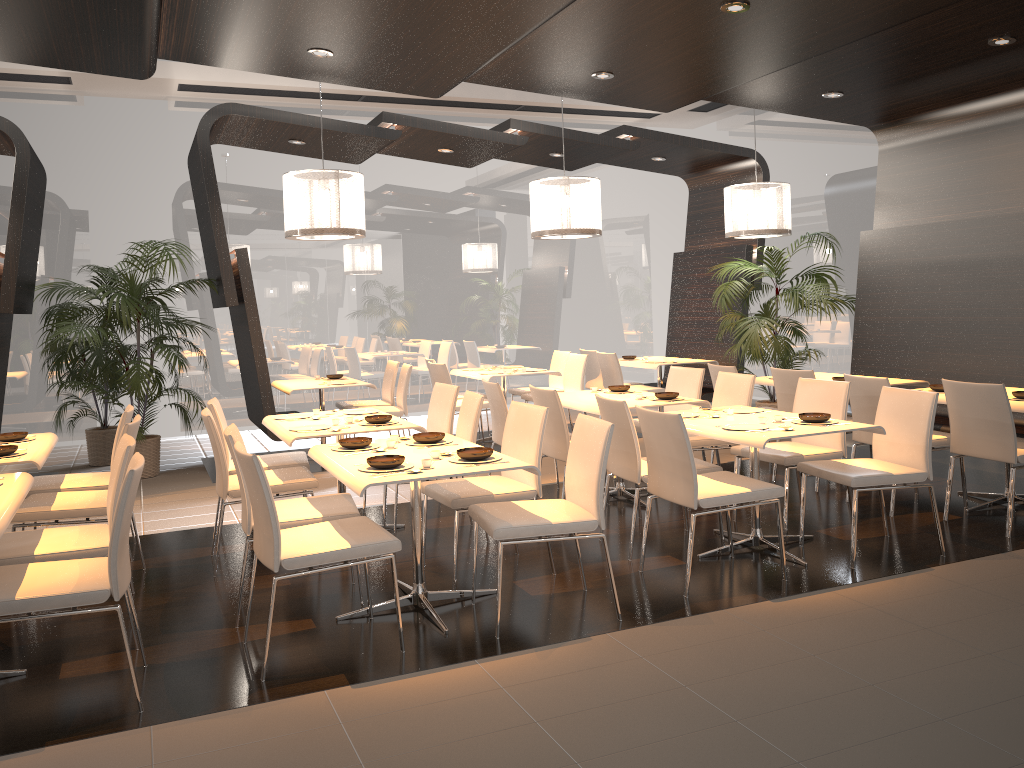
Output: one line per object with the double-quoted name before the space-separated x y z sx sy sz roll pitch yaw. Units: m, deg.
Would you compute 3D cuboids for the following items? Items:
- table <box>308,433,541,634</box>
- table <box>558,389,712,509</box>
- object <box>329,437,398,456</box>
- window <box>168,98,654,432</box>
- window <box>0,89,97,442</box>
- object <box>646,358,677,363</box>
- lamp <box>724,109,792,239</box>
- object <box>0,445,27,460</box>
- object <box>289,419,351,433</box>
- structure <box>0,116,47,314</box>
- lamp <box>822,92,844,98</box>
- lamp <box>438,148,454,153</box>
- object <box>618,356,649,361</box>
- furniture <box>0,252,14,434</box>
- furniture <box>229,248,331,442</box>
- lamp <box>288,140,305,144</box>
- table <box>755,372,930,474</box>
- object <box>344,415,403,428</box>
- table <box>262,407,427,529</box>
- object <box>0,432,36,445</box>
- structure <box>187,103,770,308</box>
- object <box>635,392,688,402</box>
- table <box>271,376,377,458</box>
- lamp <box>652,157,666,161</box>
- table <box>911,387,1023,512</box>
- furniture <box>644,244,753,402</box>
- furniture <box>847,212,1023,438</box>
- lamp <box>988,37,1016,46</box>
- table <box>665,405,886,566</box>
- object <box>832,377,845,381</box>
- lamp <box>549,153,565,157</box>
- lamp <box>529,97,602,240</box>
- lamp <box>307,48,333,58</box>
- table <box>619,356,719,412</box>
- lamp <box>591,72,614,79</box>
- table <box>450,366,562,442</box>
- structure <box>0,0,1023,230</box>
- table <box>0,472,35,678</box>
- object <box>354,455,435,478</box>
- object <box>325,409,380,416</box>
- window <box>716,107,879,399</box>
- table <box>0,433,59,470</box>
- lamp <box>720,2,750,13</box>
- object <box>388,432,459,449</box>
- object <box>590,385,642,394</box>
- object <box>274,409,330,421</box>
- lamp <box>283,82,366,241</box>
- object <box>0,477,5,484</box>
"table" -0.449 0.693 4.186 0.801 0.724 1.149 -3 4 -23
"table" 0.885 0.447 6.383 1.054 0.724 1.149 -4 4 -23
"object" -0.742 0.299 4.404 0.304 0.044 0.365 -4 6 -24
"window" -0.925 -1.590 11.318 6.588 3.975 0.070 -4 1 -23
"window" -7.542 -1.106 8.490 6.588 3.975 0.070 -4 1 -23
"object" 1.628 -0.254 9.609 0.335 0.038 0.377 -5 6 -29
"lamp" 2.378 -2.404 8.645 0.626 1.928 0.628 -2 1 9
"object" -2.676 0.350 4.567 0.304 0.044 0.365 -4 6 -24
"object" -1.122 0.245 5.170 0.335 0.038 0.377 -5 6 -29
"structure" -6.738 -1.266 6.369 5.941 1.725 1.404 -4 3 -23
"lamp" 2.586 -2.344 7.126 0.161 0.050 0.162 -3 5 -17
"lamp" -0.672 -2.382 8.972 0.161 0.056 0.162 -5 5 -29
"object" 1.390 -0.301 10.180 0.304 0.044 0.365 -4 6 -24
"furniture" -4.549 -0.225 7.302 0.758 1.673 1.404 -3 3 -23
"furniture" -2.244 -0.394 8.288 0.758 1.673 1.404 -3 3 -23
"lamp" -2.041 -2.309 8.387 0.160 0.054 0.161 -3 5 -17
"table" 2.612 0.323 7.105 0.801 0.724 1.149 -3 4 -23
"object" -0.842 0.217 5.337 0.304 0.044 0.365 -4 6 -24
"table" -1.070 0.591 5.544 0.801 0.724 1.149 -3 4 -23
"object" -2.920 0.309 5.107 0.304 0.044 0.365 -4 6 -24
"structure" -0.157 -1.747 9.182 5.941 1.725 1.404 -4 3 -23
"object" 1.026 0.085 6.087 0.304 0.044 0.365 -4 6 -24
"table" -1.820 0.347 8.498 0.801 0.724 1.149 -3 4 -23
"lamp" 1.654 -2.552 9.966 0.161 0.056 0.162 -5 5 -29
"table" 3.230 0.425 5.747 0.801 0.724 1.149 -3 4 -23
"furniture" 2.032 -0.706 10.115 0.758 1.673 1.404 -3 3 -23
"furniture" 3.544 -0.446 6.695 0.758 1.671 2.907 -3 4 -23
"lamp" 3.180 -2.238 5.738 0.161 0.050 0.162 -3 5 -17
"table" 1.365 0.561 4.961 0.801 0.724 1.149 -3 4 -23
"object" 2.574 -0.028 6.750 0.304 0.044 0.365 -4 6 -24
"lamp" 0.482 -2.466 9.465 0.161 0.056 0.162 -5 5 -29
"lamp" 0.451 -2.263 7.821 0.626 1.928 0.628 -2 1 5
"lamp" -1.196 -2.077 5.510 0.160 0.050 0.160 -5 5 -29
"table" 1.671 0.093 9.970 0.801 0.724 1.149 -3 4 -23
"lamp" 0.646 -2.211 6.297 0.161 0.050 0.162 -3 5 -17
"table" -0.079 0.220 9.229 0.801 0.724 1.149 -3 4 -23
"structure" -0.817 -1.333 4.833 10.677 1.734 2.907 -4 5 -23
"table" -2.326 0.830 3.389 0.801 0.724 1.149 -3 4 -23
"object" -0.510 0.344 3.829 0.304 0.044 0.365 -4 6 -24
"object" -1.069 0.175 5.916 0.335 0.038 0.377 -5 6 -34
"window" 4.133 -1.575 9.270 0.070 3.970 6.593 -2 4 -23
"table" -2.925 0.724 4.771 0.801 0.724 1.149 -3 4 -23
"lamp" 1.240 -2.105 4.909 0.161 0.050 0.162 -3 5 -17
"object" -0.461 0.279 4.518 0.304 0.044 0.365 -4 6 -24
"object" 0.771 0.039 6.684 0.304 0.044 0.365 -4 6 -24
"object" -1.364 0.202 5.734 0.335 0.038 0.377 -5 6 -29
"lamp" -1.507 -2.120 6.985 0.626 1.928 0.628 -2 1 5
"object" -2.315 0.415 3.721 0.304 0.044 0.365 -4 6 -24
